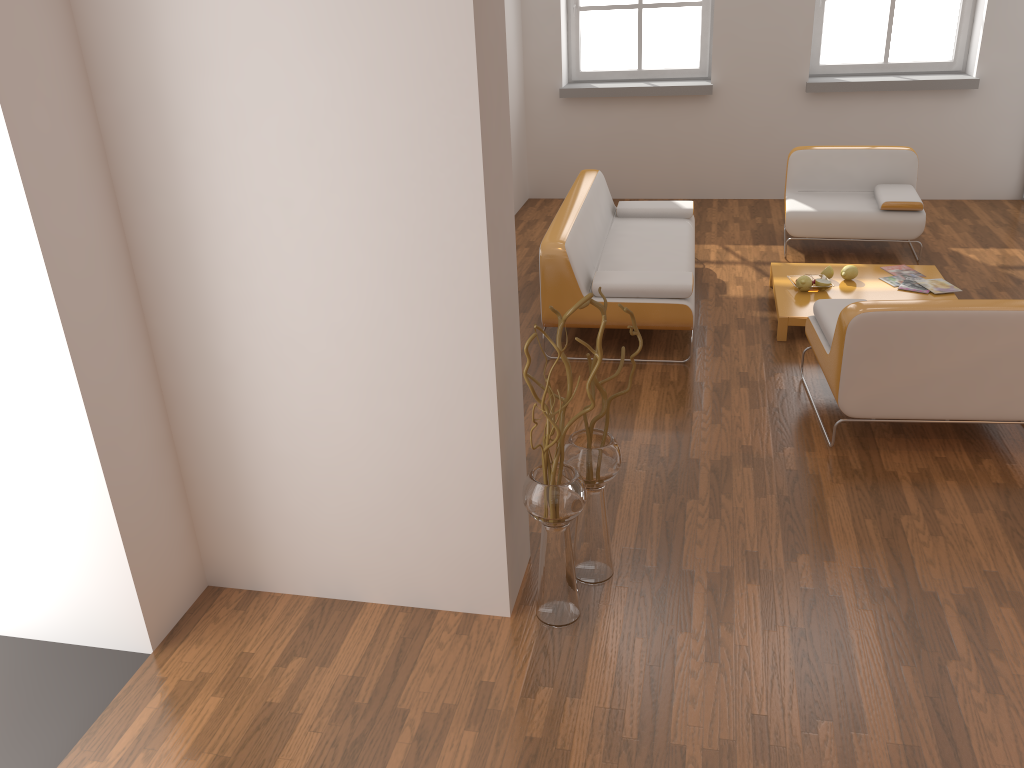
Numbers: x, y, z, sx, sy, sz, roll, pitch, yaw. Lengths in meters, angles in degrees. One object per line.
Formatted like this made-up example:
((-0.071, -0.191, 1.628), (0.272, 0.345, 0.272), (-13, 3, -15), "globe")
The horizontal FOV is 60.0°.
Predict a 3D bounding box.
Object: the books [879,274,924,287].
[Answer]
((2.377, -0.629, 5.376), (0.249, 0.004, 0.171), (-8, 25, -11), "books")

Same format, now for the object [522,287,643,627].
((0.162, 0.259, 2.755), (0.284, 1.112, 0.655), (13, 29, 31), "object")

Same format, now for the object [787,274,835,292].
((1.788, -0.598, 5.325), (0.227, 0.048, 0.227), (-2, 25, 3), "object")

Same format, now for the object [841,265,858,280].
((2.062, -0.681, 5.420), (0.105, 0.091, 0.103), (0, 25, 7), "object")

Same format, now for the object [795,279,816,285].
((1.780, -0.613, 5.350), (0.134, 0.037, 0.061), (6, 26, 19), "object")

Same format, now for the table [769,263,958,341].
((2.086, -0.496, 5.306), (1.000, 0.150, 1.000), (3, 25, 12), "table")

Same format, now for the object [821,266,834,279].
((1.935, -0.685, 5.447), (0.080, 0.087, 0.094), (17, 32, 37), "object")

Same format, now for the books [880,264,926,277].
((2.430, -0.699, 5.522), (0.171, 0.004, 0.249), (-6, 25, -6), "books")

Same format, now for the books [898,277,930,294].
((2.413, -0.589, 5.276), (0.171, 0.004, 0.249), (14, 30, 32), "books")

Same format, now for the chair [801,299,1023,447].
((1.875, -0.171, 4.019), (0.923, 0.661, 0.825), (1, 25, 8), "chair")

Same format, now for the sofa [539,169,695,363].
((0.738, -0.844, 5.605), (0.825, 0.661, 2.010), (2, 25, 11), "sofa")

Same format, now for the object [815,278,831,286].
((1.851, -0.588, 5.279), (0.091, 0.065, 0.092), (-14, 27, -22), "object")

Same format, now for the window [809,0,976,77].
((3.178, -3.454, 7.326), (1.308, 1.737, 0.142), (3, 25, 12), "window")

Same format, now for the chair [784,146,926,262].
((2.467, -1.331, 6.456), (0.923, 0.661, 0.825), (4, 26, 15), "chair")

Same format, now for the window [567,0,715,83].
((1.123, -3.553, 7.772), (1.308, 1.737, 0.142), (3, 25, 12), "window")

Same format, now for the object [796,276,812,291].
((1.735, -0.598, 5.265), (0.102, 0.095, 0.101), (-10, 26, -15), "object")

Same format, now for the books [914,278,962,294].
((2.514, -0.580, 5.234), (0.171, 0.004, 0.249), (-4, 25, -3), "books")
